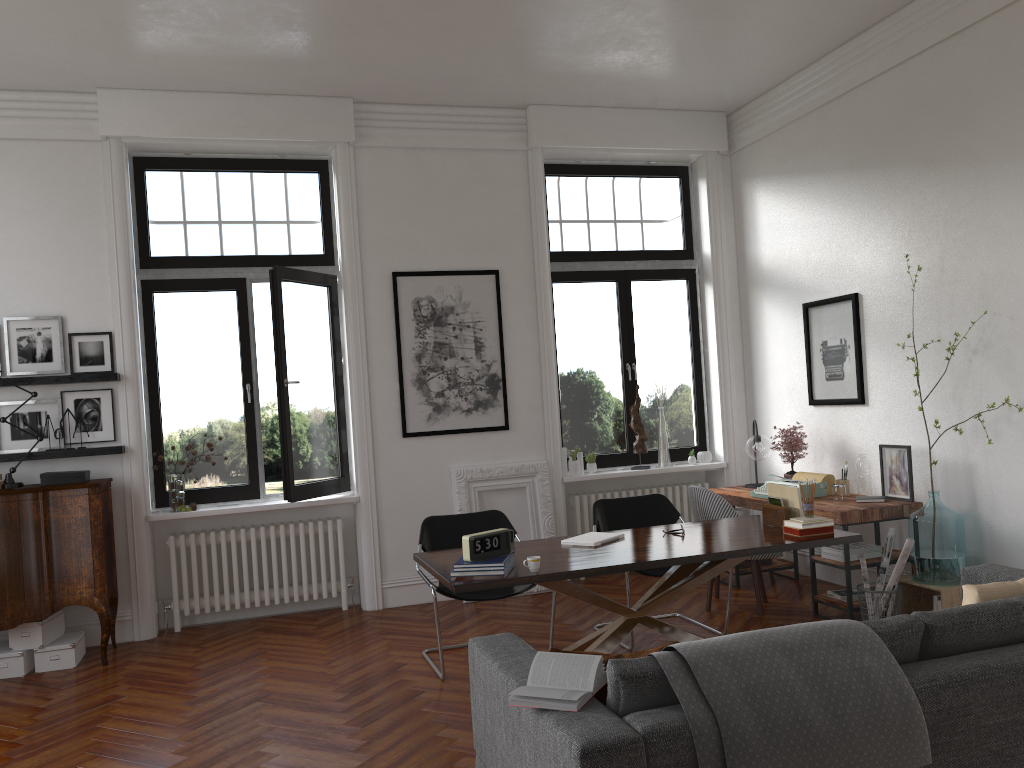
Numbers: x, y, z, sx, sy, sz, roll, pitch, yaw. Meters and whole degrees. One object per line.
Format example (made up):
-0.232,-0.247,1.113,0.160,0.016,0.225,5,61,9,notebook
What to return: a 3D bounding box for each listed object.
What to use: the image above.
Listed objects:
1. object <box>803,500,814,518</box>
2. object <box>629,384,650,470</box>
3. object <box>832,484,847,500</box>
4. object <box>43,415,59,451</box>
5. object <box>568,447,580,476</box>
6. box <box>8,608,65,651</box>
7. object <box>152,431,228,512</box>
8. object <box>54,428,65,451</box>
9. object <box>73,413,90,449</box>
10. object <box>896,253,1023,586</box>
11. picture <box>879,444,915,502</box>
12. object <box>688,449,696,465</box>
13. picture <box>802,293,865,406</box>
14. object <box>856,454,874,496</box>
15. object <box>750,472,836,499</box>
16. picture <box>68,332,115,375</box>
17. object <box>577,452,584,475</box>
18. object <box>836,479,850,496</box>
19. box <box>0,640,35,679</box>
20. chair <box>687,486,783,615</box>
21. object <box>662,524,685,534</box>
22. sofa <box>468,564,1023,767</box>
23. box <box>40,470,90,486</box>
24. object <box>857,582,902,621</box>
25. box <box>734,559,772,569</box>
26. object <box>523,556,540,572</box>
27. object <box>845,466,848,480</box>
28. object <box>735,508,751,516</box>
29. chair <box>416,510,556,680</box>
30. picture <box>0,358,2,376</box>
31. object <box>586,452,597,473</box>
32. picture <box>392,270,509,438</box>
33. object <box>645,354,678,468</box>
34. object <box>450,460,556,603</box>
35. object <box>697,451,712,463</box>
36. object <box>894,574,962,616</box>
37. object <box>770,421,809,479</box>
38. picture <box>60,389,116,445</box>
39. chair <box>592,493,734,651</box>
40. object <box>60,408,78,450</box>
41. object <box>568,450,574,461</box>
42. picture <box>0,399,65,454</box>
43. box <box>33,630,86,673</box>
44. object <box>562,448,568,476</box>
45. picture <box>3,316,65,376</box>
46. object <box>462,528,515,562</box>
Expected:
1.640,0.690,4.897,0.058,0.091,0.058,-4,0,-30,object
1.105,0.376,7.777,0.165,0.753,0.142,-4,0,25,object
2.281,0.751,6.183,0.093,0.101,0.093,-3,0,-25,object
-3.268,0.346,6.260,0.124,0.260,0.040,-4,0,-17,object
0.529,0.659,7.546,0.102,0.244,0.098,-4,0,-39,object
-3.191,1.648,5.962,0.209,0.177,0.394,-4,-1,-7,box
-2.421,0.657,6.759,0.317,0.599,0.541,-4,0,44,object
-3.192,0.391,6.254,0.066,0.161,0.040,-4,0,-17,object
-3.090,0.335,6.352,0.110,0.262,0.040,-4,0,-17,object
2.697,0.183,5.356,0.353,2.058,0.808,-4,0,-36,object
2.572,0.593,5.935,0.023,0.369,0.282,-4,0,-17,picture
1.606,0.652,7.916,0.072,0.134,0.072,-4,0,8,object
2.448,-0.247,6.756,0.050,0.816,0.634,-4,0,-17,picture
2.446,0.640,6.145,0.111,0.302,0.111,-4,0,20,object
2.039,0.745,6.549,0.484,0.149,0.535,-3,-1,-18,object
-3.036,-0.220,6.401,0.289,0.303,0.020,-4,0,-17,picture
0.589,0.684,7.629,0.051,0.188,0.051,-4,0,18,object
2.375,0.743,6.363,0.058,0.113,0.075,-4,0,-17,object
-3.310,1.830,5.892,0.244,0.177,0.394,-4,-1,-12,box
1.565,1.156,6.343,0.547,0.899,0.716,-4,0,-24,chair
0.955,0.840,5.134,0.133,0.047,0.114,-4,-1,36,object
1.270,1.193,3.345,2.644,0.829,1.262,-3,-1,-17,sofa
-3.084,0.647,6.129,0.282,0.086,0.208,-3,-1,-17,box
2.282,1.406,5.490,0.261,0.305,0.260,-4,0,38,object
1.878,1.413,7.151,0.317,0.082,0.296,-3,-1,-17,box
0.098,0.869,4.276,0.082,0.065,0.064,-4,0,4,object
2.393,0.692,6.356,0.008,0.207,0.054,-4,0,-34,object
1.839,1.064,7.142,0.173,0.110,0.173,-4,-1,20,object
-0.191,1.259,5.424,0.752,0.872,0.746,-4,0,-17,chair
-3.799,-0.228,6.169,0.415,0.367,0.020,-3,0,-17,picture
0.693,0.680,7.712,0.097,0.185,0.099,-4,0,6,object
-0.490,-0.256,7.187,0.882,1.323,0.035,-4,0,-17,picture
1.368,0.209,7.833,0.295,1.054,0.289,-4,0,-14,object
-0.041,1.187,7.203,0.829,1.062,0.234,-4,0,-17,object
1.747,0.663,8.047,0.132,0.097,0.134,-4,-1,43,object
2.653,1.375,5.502,0.341,0.316,0.435,-4,-1,-17,object
2.182,0.556,6.948,0.290,0.529,0.308,-4,0,28,object
-3.054,0.234,6.390,0.343,0.384,0.020,-4,0,-17,picture
0.932,1.193,5.766,0.752,0.872,0.746,-4,0,-17,chair
-3.149,0.320,6.306,0.118,0.299,0.040,-4,0,-17,object
0.518,0.676,7.632,0.051,0.213,0.051,-4,0,18,object
-3.418,0.299,6.277,0.433,0.365,0.020,-3,0,-17,picture
-3.055,1.815,6.002,0.244,0.177,0.394,-3,-1,-17,box
0.449,0.668,7.632,0.051,0.238,0.051,-4,0,18,object
-3.389,-0.273,6.294,0.369,0.409,0.020,-4,0,-17,picture
-0.113,0.795,4.380,0.275,0.125,0.082,-3,-1,-43,object
